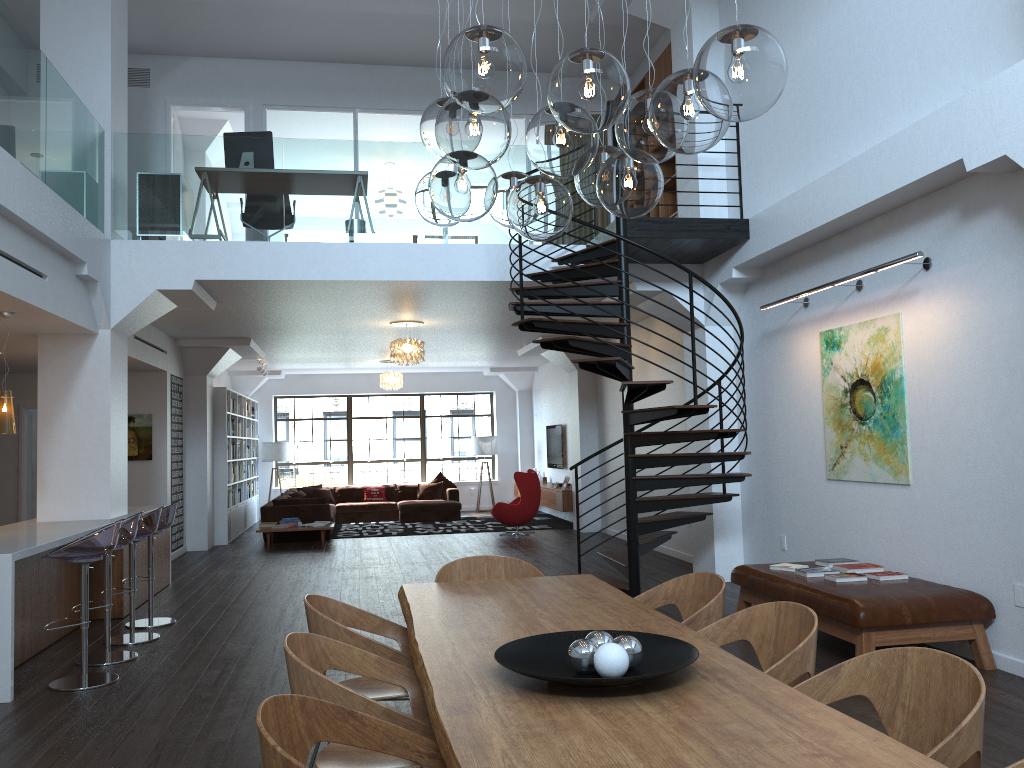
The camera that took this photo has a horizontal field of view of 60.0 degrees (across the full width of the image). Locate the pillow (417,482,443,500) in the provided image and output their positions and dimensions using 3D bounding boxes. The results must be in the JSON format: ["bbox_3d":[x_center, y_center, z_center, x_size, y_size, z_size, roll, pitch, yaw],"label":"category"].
[{"bbox_3d":[-1.643,2.139,17.711,0.542,0.362,0.248,-2,-4,11],"label":"pillow"}]

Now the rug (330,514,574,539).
[{"bbox_3d":[-1.115,2.505,15.746,4.200,0.007,3.100,-1,-4,-9],"label":"rug"}]

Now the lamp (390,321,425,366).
[{"bbox_3d":[-1.337,-0.508,11.310,0.441,0.539,0.442,-4,-4,32],"label":"lamp"}]

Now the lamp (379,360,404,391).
[{"bbox_3d":[-2.214,-0.154,16.282,0.441,0.539,0.442,-4,-4,32],"label":"lamp"}]

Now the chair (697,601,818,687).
[{"bbox_3d":[0.751,1.195,3.045,0.618,0.833,0.629,-1,-4,-9],"label":"chair"}]

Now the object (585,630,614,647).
[{"bbox_3d":[0.262,0.788,2.653,0.100,0.100,0.100,-4,-5,35],"label":"object"}]

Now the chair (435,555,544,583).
[{"bbox_3d":[-0.079,1.312,4.443,0.629,0.833,0.618,-1,-4,-15],"label":"chair"}]

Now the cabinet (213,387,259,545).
[{"bbox_3d":[-4.985,1.410,15.768,0.461,2.414,4.500,-1,-4,-10],"label":"cabinet"}]

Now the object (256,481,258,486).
[{"bbox_3d":[-5.257,2.002,17.732,0.316,0.088,0.410,-1,-4,-10],"label":"object"}]

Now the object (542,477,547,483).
[{"bbox_3d":[0.643,1.887,17.440,0.089,0.110,0.089,-4,-5,35],"label":"object"}]

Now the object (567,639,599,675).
[{"bbox_3d":[0.209,0.789,2.568,0.100,0.100,0.100,-4,-5,35],"label":"object"}]

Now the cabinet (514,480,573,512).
[{"bbox_3d":[0.658,2.069,16.718,0.459,0.350,4.501,-1,-4,-10],"label":"cabinet"}]

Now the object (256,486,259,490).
[{"bbox_3d":[-5.247,2.089,17.727,0.331,0.088,0.410,-1,-4,-10],"label":"object"}]

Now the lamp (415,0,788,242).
[{"bbox_3d":[0.117,-1.602,3.048,0.849,2.140,1.787,-1,-4,-11],"label":"lamp"}]

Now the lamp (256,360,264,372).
[{"bbox_3d":[-4.404,-0.317,15.469,0.111,0.211,0.120,-3,-4,24],"label":"lamp"}]

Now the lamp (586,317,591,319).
[{"bbox_3d":[0.969,-0.756,11.159,0.120,0.211,0.111,1,-5,-36],"label":"lamp"}]

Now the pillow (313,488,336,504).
[{"bbox_3d":[-3.699,2.191,17.322,0.489,0.337,0.238,2,-5,-40],"label":"pillow"}]

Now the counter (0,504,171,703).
[{"bbox_3d":[-2.599,1.470,5.948,3.039,0.860,8.182,1,-5,-39],"label":"counter"}]

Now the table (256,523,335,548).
[{"bbox_3d":[-3.230,2.272,13.326,1.100,0.271,0.853,-1,-4,-10],"label":"table"}]

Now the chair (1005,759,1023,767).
[{"bbox_3d":[1.025,1.087,1.529,0.618,0.833,0.629,-1,-4,-10],"label":"chair"}]

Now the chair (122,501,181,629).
[{"bbox_3d":[-3.045,1.504,7.473,0.481,1.014,0.530,-1,-4,-8],"label":"chair"}]

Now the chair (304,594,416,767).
[{"bbox_3d":[-0.544,1.269,3.599,0.618,0.833,0.629,-1,-4,-12],"label":"chair"}]

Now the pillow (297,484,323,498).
[{"bbox_3d":[-3.904,2.183,17.385,0.580,0.418,0.334,1,-5,-37],"label":"pillow"}]

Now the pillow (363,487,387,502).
[{"bbox_3d":[-2.728,2.200,17.637,0.465,0.308,0.220,-1,-4,-14],"label":"pillow"}]

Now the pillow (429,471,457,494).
[{"bbox_3d":[-1.471,2.065,17.915,0.651,0.587,0.335,1,-4,-31],"label":"pillow"}]

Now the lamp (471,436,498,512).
[{"bbox_3d":[-0.568,1.901,18.778,0.545,1.579,0.545,-2,-4,1],"label":"lamp"}]

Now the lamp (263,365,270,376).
[{"bbox_3d":[-4.581,-0.245,16.475,0.120,0.211,0.111,1,-5,-36],"label":"lamp"}]

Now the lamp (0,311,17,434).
[{"bbox_3d":[-3.104,-0.473,7.766,0.149,1.807,2.842,-4,-4,29],"label":"lamp"}]

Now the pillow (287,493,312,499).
[{"bbox_3d":[-3.390,1.963,14.390,0.559,0.411,0.269,-4,-5,36],"label":"pillow"}]

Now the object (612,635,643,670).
[{"bbox_3d":[0.332,0.781,2.580,0.100,0.100,0.100,-4,-5,35],"label":"object"}]

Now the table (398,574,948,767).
[{"bbox_3d":[0.257,1.218,2.549,1.012,0.750,3.803,-1,-4,-10],"label":"table"}]

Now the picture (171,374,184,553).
[{"bbox_3d":[-4.619,1.081,12.248,0.021,2.380,0.800,-1,-4,-10],"label":"picture"}]

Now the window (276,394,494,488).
[{"bbox_3d":[-2.709,1.201,19.177,4.648,1.905,0.114,-1,-4,-10],"label":"window"}]

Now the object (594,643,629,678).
[{"bbox_3d":[0.279,0.779,2.494,0.100,0.100,0.100,-4,-5,35],"label":"object"}]

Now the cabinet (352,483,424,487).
[{"bbox_3d":[-2.577,2.423,18.559,1.520,0.625,0.350,-1,-4,-10],"label":"cabinet"}]

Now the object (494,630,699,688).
[{"bbox_3d":[0.244,0.812,2.580,0.592,0.066,0.592,-5,-5,38],"label":"object"}]

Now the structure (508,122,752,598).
[{"bbox_3d":[0.977,-0.273,7.609,1.998,4.352,1.998,-5,-5,41],"label":"structure"}]

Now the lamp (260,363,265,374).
[{"bbox_3d":[-4.491,-0.281,15.966,0.111,0.211,0.120,-5,-5,39],"label":"lamp"}]

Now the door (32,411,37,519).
[{"bbox_3d":[-6.540,1.391,12.069,0.826,2.032,0.174,-1,-4,-10],"label":"door"}]

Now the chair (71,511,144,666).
[{"bbox_3d":[-2.842,1.415,6.225,0.481,1.014,0.530,-1,-4,-12],"label":"chair"}]

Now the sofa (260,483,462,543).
[{"bbox_3d":[-2.547,2.234,16.032,3.481,0.664,4.197,-1,-4,-10],"label":"sofa"}]

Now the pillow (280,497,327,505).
[{"bbox_3d":[-3.306,1.986,14.132,0.750,0.364,0.289,-1,-4,-11],"label":"pillow"}]

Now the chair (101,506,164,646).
[{"bbox_3d":[-2.936,1.460,6.853,0.481,1.014,0.530,-1,-4,-12],"label":"chair"}]

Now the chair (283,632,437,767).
[{"bbox_3d":[-0.426,1.215,2.830,0.618,0.833,0.629,-1,-4,-10],"label":"chair"}]

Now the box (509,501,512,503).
[{"bbox_3d":[0.074,2.607,19.003,0.228,0.165,0.368,-1,-4,-10],"label":"box"}]

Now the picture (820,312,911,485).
[{"bbox_3d":[2.636,0.134,6.689,0.010,1.200,1.095,-1,-4,-10],"label":"picture"}]

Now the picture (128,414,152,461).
[{"bbox_3d":[-4.930,0.698,11.559,0.450,0.600,0.030,-1,-4,-10],"label":"picture"}]

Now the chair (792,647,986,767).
[{"bbox_3d":[0.902,1.142,2.298,0.618,0.833,0.629,-1,-4,-10],"label":"chair"}]

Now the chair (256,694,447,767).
[{"bbox_3d":[-0.293,1.161,2.079,0.618,0.833,0.629,-1,-4,-10],"label":"chair"}]

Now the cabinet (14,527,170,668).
[{"bbox_3d":[-3.780,1.622,7.382,0.898,0.796,4.493,-1,-4,-10],"label":"cabinet"}]

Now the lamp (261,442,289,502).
[{"bbox_3d":[-4.832,1.980,18.126,0.545,1.579,0.545,0,-4,-21],"label":"lamp"}]

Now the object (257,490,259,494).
[{"bbox_3d":[-5.244,2.177,17.721,0.331,0.088,0.410,-1,-4,-10],"label":"object"}]

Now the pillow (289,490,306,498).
[{"bbox_3d":[-3.743,2.087,15.773,0.325,0.391,0.625,-2,-4,6],"label":"pillow"}]

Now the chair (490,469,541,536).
[{"bbox_3d":[0.066,1.851,13.944,0.801,1.006,0.798,-3,-4,15],"label":"chair"}]
